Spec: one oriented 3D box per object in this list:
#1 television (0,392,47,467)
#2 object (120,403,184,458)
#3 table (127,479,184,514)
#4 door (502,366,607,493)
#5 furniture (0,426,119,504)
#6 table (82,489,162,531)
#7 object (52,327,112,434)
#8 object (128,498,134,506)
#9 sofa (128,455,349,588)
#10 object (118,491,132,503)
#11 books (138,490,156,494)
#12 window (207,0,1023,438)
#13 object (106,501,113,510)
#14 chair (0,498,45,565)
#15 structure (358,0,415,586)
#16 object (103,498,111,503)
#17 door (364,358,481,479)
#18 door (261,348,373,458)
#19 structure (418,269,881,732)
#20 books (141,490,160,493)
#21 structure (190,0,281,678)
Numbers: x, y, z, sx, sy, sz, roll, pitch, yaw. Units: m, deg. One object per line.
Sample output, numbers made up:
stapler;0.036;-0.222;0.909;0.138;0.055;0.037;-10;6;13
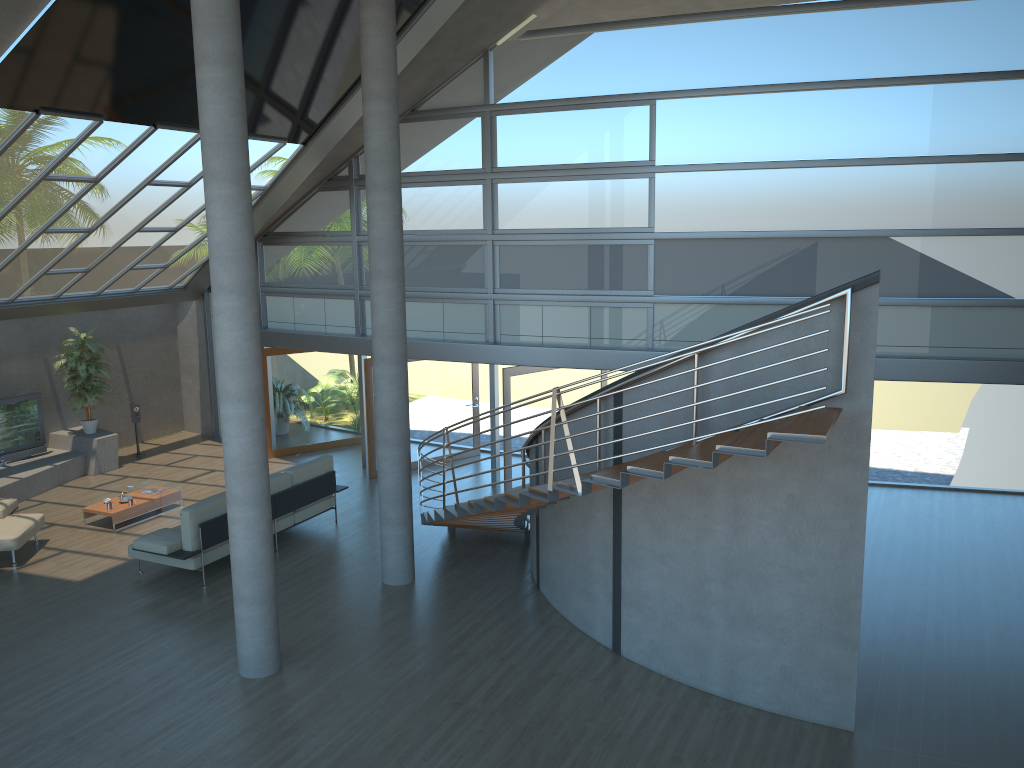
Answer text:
television;-8.197;0.789;14.143;0.396;1.063;1.568;4;11;26
object;-9.348;1.134;14.652;7.863;0.982;21.345;5;11;29
table;-5.243;1.647;13.050;0.680;0.342;0.400;4;11;26
door;0.719;0.598;13.872;2.298;1.977;0.200;-10;13;-42
furniture;-7.616;1.313;14.471;1.577;0.610;2.936;4;11;26
table;-5.418;1.765;12.705;0.600;0.250;1.200;4;11;26
object;-7.301;-0.066;15.159;0.932;1.857;0.895;-3;10;-15
object;-5.311;1.643;12.379;0.085;0.101;0.070;-8;12;-35
sofa;-3.474;1.630;11.407;1.166;0.947;3.079;4;11;25
object;-5.465;1.590;12.519;0.178;0.161;0.178;-5;11;-22
books;-5.311;1.585;12.988;0.275;0.005;0.189;0;10;6
window;1.451;-1.644;13.151;16.616;6.630;1.098;4;11;24
object;-5.555;1.673;12.224;0.085;0.101;0.070;4;11;24
chair;-6.684;1.664;11.180;1.244;1.023;1.217;-2;10;-8
structure;-1.364;-1.251;9.656;0.381;7.125;0.382;-4;11;-20
object;-5.704;1.636;12.491;0.102;0.086;0.100;5;11;30
door;-1.463;0.435;14.986;2.298;1.977;0.200;-9;13;-40
door;-3.476;0.236;16.285;2.298;1.977;0.200;-8;12;-34
structure;0.474;0.663;8.681;2.349;3.653;6.809;-6;11;-25
books;-5.273;1.574;13.024;0.275;0.005;0.189;1;10;9
structure;-2.382;-0.879;7.598;0.381;7.125;0.382;4;11;26
